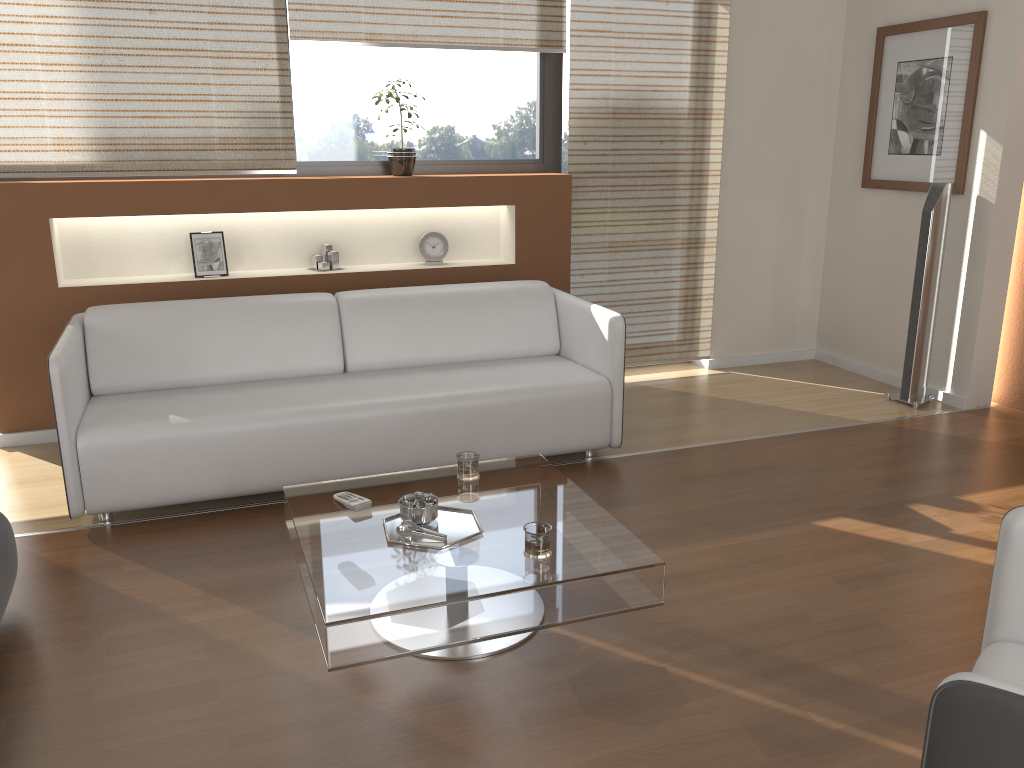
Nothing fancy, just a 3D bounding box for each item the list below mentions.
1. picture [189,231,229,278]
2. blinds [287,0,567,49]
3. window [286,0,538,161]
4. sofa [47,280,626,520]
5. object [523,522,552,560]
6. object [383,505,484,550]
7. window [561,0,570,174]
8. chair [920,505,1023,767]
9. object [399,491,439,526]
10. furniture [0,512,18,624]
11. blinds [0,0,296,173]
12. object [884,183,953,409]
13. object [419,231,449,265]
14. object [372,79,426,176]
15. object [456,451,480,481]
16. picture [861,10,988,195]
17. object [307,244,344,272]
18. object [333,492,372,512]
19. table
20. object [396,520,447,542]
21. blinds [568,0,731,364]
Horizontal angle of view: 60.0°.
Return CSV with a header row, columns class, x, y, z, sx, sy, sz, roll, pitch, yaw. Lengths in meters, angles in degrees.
class,x,y,z,sx,sy,sz,roll,pitch,yaw
picture,-1.503,-0.644,4.395,0.159,0.216,0.133,-7,17,-24
blinds,-0.387,-1.913,4.412,1.432,0.441,0.001,-6,16,-19
window,-1.155,-1.616,4.503,2.817,0.986,0.010,-6,16,-19
sofa,-0.712,-0.028,3.900,2.238,0.661,0.919,-6,16,-19
object,0.070,0.424,2.401,0.079,0.077,0.079,-9,18,-30
object,-0.231,0.412,2.571,0.273,0.011,0.315,-4,16,-13
window,0.676,-1.242,5.302,0.889,2.162,0.010,-6,16,-19
chair,1.190,0.688,1.384,0.919,0.706,0.767,10,19,33
object,-0.273,0.365,2.605,0.117,0.079,0.118,-4,16,-13
furniture,-1.635,0.663,2.063,0.685,0.301,1.291,-6,16,-19
blinds,-1.742,-1.488,4.014,1.432,1.044,0.001,-6,16,-19
object,2.185,-0.463,4.677,0.215,1.165,0.228,-7,17,-24
object,-0.424,-0.738,4.803,0.160,0.176,0.096,-1,16,-5
object,-0.566,-1.307,4.537,0.268,0.477,0.342,-9,18,-29
object,-0.146,0.273,2.949,0.079,0.077,0.079,-9,18,-30
picture,2.199,-1.495,4.795,0.025,0.884,0.734,-6,16,-19
object,-0.972,-0.663,4.618,0.141,0.131,0.141,-14,20,-40
object,-0.496,0.357,2.736,0.064,0.029,0.158,-12,20,-37
table,-0.167,0.548,2.661,0.900,0.300,0.900,-6,16,-19
object,-0.252,0.416,2.504,0.147,0.035,0.051,6,17,20
blinds,0.768,-1.180,5.052,0.980,2.200,0.001,-6,16,-19
